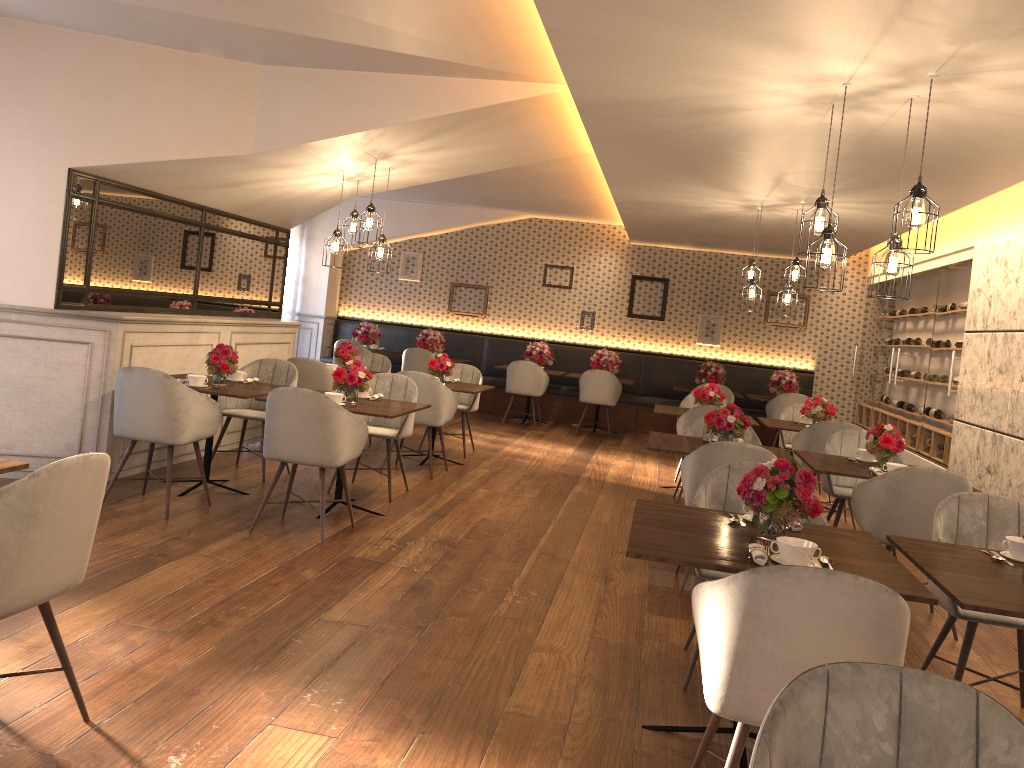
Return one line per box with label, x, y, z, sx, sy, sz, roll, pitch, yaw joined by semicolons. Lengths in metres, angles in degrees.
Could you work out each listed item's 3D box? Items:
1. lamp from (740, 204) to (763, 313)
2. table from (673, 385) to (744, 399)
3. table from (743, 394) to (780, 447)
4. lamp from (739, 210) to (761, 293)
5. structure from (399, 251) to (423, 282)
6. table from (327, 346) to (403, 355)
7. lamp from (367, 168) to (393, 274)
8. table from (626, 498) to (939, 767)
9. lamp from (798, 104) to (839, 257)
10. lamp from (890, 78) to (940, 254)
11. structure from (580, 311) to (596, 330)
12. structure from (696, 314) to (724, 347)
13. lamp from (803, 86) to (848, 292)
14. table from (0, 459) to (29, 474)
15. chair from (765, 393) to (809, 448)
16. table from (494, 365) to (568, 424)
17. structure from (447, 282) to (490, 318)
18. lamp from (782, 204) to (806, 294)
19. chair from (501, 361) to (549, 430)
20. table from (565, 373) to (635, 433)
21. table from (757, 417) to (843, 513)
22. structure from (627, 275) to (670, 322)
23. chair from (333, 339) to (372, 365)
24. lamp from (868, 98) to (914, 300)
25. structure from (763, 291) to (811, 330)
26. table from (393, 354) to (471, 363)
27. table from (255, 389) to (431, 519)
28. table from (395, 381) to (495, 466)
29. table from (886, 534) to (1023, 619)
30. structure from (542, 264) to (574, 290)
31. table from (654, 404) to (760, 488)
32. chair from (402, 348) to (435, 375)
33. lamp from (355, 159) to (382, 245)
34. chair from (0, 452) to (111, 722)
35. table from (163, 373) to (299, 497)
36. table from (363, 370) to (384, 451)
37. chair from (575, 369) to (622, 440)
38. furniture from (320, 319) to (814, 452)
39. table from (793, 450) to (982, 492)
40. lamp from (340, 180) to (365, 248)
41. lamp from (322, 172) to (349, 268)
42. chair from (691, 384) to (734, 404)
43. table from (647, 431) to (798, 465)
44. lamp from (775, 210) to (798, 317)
lamp;2.242;-1.674;7.904;0.175;2.069;0.175;7;1;11
table;2.559;0.448;11.800;0.897;0.720;0.897;7;3;10
table;3.498;0.565;11.634;0.897;0.720;0.897;7;3;10
lamp;2.320;-1.884;8.224;0.175;2.069;0.175;7;1;11
structure;-1.539;-1.793;13.466;0.340;0.439;0.034;7;1;10
table;-2.090;-0.131;12.624;0.897;0.720;0.897;7;3;10
lamp;-0.948;-1.915;7.021;0.175;2.069;0.175;7;1;11
table;0.825;0.898;3.064;0.897;0.720;0.897;7;3;10
lamp;1.660;-1.682;4.489;0.175;2.069;0.175;7;1;11
lamp;1.886;-1.614;3.911;0.175;2.069;0.175;7;1;11
structure;1.112;-0.930;13.002;0.216;0.277;0.018;7;1;10
structure;2.835;-0.773;12.689;0.340;0.439;0.034;7;1;10
lamp;1.582;-1.472;4.169;0.175;2.069;0.175;7;1;11
table;-2.185;0.595;2.631;0.897;0.720;0.897;7;3;10
chair;3.427;0.530;10.965;0.565;0.871;0.526;7;2;10
table;0.235;0.159;12.212;0.897;0.720;0.897;7;3;10
structure;-0.656;-1.263;13.308;0.602;0.485;0.032;7;1;10
lamp;2.546;-1.816;7.645;0.175;2.069;0.175;7;1;11
chair;0.164;0.124;11.543;0.565;0.871;0.526;7;2;10
table;1.173;0.276;12.046;0.897;0.720;0.897;7;3;10
table;2.643;0.747;7.877;0.897;0.720;0.897;7;3;10
structure;1.976;-1.246;12.850;0.544;0.632;0.035;7;1;10
chair;-2.161;-0.165;11.955;0.565;0.871;0.526;7;2;10
lamp;1.922;-1.439;4.237;0.175;2.069;0.175;7;1;11
structure;3.882;-1.040;12.505;0.602;0.485;0.032;7;1;10
table;-1.151;-0.014;12.458;0.897;0.720;0.897;7;3;10
table;-1.123;0.474;5.878;0.897;0.720;0.897;7;3;10
table;-0.719;0.350;8.167;0.897;0.720;0.897;7;3;10
table;1.764;1.015;2.898;0.897;0.720;0.897;7;3;10
structure;0.684;-1.584;13.082;0.449;0.344;0.016;7;1;10
table;1.705;0.630;8.043;0.897;0.720;0.897;7;3;10
chair;-1.222;-0.049;11.789;0.565;0.871;0.526;7;2;10
lamp;-0.983;-2.089;6.694;0.175;2.069;0.175;7;1;11
chair;-1.513;0.599;2.551;0.527;0.871;0.565;7;2;10
table;-2.062;0.357;6.045;0.897;0.720;0.897;7;3;10
table;-1.658;0.234;8.334;0.897;0.720;0.897;7;3;10
chair;1.103;0.241;11.377;0.565;0.871;0.526;7;2;10
furniture;0.663;-0.017;12.784;7.096;1.081;0.541;7;2;10
table;2.213;0.878;5.437;0.897;0.720;0.897;7;3;10
lamp;-1.209;-2.157;7.273;0.175;2.069;0.175;7;1;11
lamp;-1.288;-1.948;6.953;0.175;2.069;0.175;7;1;11
chair;2.488;0.414;11.131;0.565;0.871;0.526;7;2;10
table;1.274;0.762;5.603;0.897;0.720;0.897;7;3;10
lamp;2.582;-1.641;7.972;0.175;2.069;0.175;7;1;11
